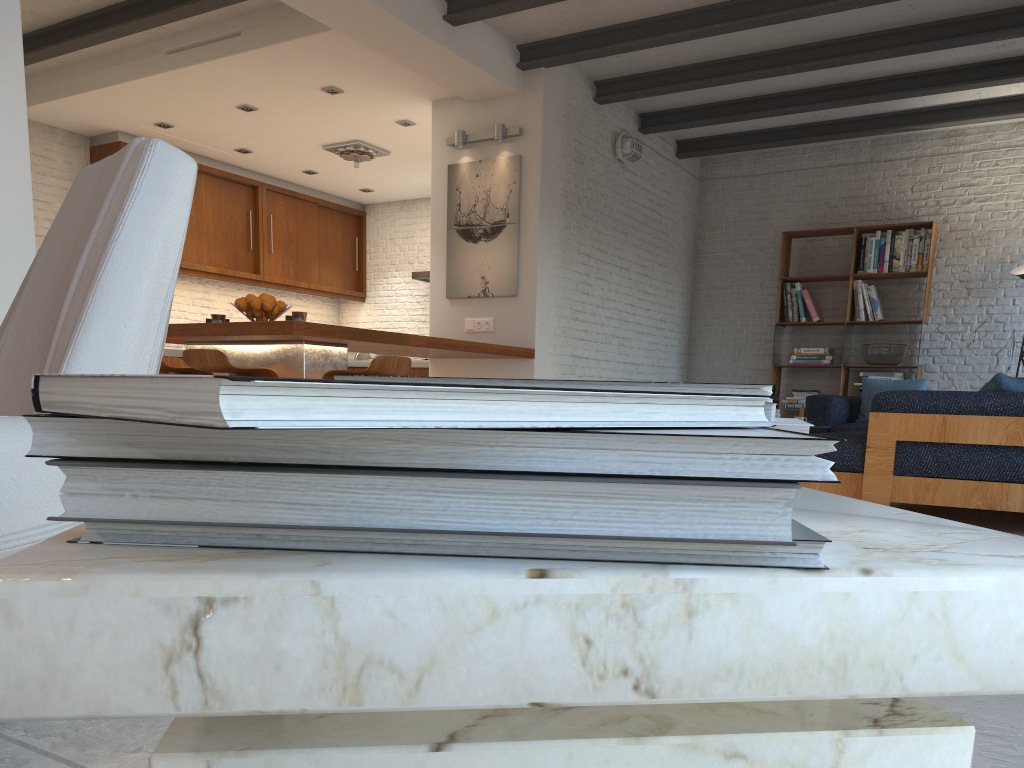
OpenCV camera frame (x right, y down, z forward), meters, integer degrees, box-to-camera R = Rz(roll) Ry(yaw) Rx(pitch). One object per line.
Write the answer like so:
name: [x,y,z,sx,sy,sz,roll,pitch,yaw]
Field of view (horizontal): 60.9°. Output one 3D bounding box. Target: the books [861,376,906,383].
books: [3.511,-0.034,8.242,0.378,0.066,0.242,1,0,25]

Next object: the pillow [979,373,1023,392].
pillow: [2.462,0.121,4.198,0.564,0.335,0.370,1,4,-9]

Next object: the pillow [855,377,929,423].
pillow: [3.240,0.147,7.428,0.552,0.417,0.220,3,7,30]

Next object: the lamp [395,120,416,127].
lamp: [-0.896,-2.221,7.362,0.123,0.056,0.122,2,1,31]

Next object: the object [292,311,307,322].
object: [-1.249,-0.379,5.126,0.090,0.086,0.090,-2,6,-44]

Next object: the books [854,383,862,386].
books: [3.493,0.009,8.238,0.442,0.021,0.270,1,-1,31]

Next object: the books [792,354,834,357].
books: [2.951,-0.279,8.537,0.353,0.021,0.270,1,-1,30]

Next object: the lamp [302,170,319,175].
lamp: [-2.110,-2.232,9.114,0.123,0.056,0.122,2,1,31]

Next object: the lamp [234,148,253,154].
lamp: [-2.574,-2.254,8.362,0.123,0.056,0.122,2,1,31]

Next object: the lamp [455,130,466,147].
lamp: [-0.391,-1.862,6.622,0.079,0.106,0.078,-2,7,-30]

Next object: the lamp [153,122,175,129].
lamp: [-3.038,-2.277,7.609,0.123,0.056,0.122,2,1,31]

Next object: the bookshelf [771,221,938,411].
bookshelf: [3.213,-0.334,8.347,1.307,2.246,0.359,6,10,30]

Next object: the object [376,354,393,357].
object: [-1.548,-0.447,10.655,0.319,0.383,0.065,5,10,30]

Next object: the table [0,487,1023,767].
table: [0.004,0.331,0.632,0.495,0.514,0.485,1,5,-9]

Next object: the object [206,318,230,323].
object: [-1.890,-0.377,5.604,0.114,0.084,0.093,3,4,31]

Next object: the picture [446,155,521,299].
picture: [-0.228,-1.186,6.691,0.650,1.036,0.020,5,10,30]

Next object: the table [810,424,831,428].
table: [1.635,0.477,6.390,1.068,0.454,1.818,2,0,37]

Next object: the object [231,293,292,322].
object: [-1.547,-0.441,5.389,0.366,0.226,0.357,1,2,-3]

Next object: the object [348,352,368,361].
object: [-1.997,-0.349,10.887,0.342,0.162,0.248,2,2,31]

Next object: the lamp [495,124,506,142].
lamp: [-0.088,-1.856,6.441,0.079,0.106,0.078,-2,7,-30]

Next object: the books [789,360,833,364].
books: [2.935,-0.214,8.542,0.378,0.037,0.242,1,-1,26]

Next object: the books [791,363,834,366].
books: [2.946,-0.184,8.547,0.353,0.021,0.270,1,-1,31]

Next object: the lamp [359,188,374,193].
lamp: [-1.647,-2.209,9.865,0.123,0.056,0.122,2,1,31]

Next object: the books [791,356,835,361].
books: [2.942,-0.251,8.524,0.378,0.037,0.242,1,-1,25]

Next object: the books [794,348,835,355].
books: [2.958,-0.318,8.525,0.324,0.056,0.253,1,0,34]

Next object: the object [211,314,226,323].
object: [-1.839,-0.391,5.464,0.090,0.086,0.090,4,5,28]

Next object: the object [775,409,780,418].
object: [1.876,0.236,6.281,0.107,0.110,0.107,-3,6,-43]

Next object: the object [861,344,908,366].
object: [3.505,-0.266,8.222,0.400,0.205,0.397,1,2,-17]

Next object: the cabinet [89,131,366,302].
cabinet: [-2.854,-1.648,9.436,0.458,1.183,3.313,7,3,32]

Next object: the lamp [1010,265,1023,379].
lamp: [4.422,-0.135,7.254,0.506,1.882,0.848,2,8,4]

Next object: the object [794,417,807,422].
object: [2.085,0.270,6.375,0.154,0.058,0.268,2,0,24]

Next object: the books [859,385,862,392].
books: [3.471,0.047,8.243,0.325,0.056,0.252,1,0,26]

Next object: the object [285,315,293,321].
object: [-1.317,-0.366,5.255,0.094,0.083,0.112,1,3,-14]

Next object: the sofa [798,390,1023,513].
sofa: [2.751,0.391,5.852,2.066,0.672,3.916,2,0,31]

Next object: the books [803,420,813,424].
books: [2.190,0.294,6.776,0.231,0.023,0.160,2,-1,-11]

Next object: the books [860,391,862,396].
books: [3.499,0.109,8.249,0.378,0.066,0.241,1,0,18]

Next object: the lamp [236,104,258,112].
lamp: [-2.153,-2.259,7.082,0.123,0.056,0.122,2,1,31]

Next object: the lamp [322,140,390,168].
lamp: [-1.466,-2.126,8.221,0.447,0.173,0.446,2,1,31]

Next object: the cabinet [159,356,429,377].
cabinet: [-1.614,-0.776,9.250,4.782,2.892,2.222,1,6,-4]

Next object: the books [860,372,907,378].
books: [3.506,-0.086,8.232,0.377,0.037,0.242,1,-1,31]

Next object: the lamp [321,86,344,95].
lamp: [-1.361,-2.243,6.609,0.123,0.056,0.122,2,1,31]
